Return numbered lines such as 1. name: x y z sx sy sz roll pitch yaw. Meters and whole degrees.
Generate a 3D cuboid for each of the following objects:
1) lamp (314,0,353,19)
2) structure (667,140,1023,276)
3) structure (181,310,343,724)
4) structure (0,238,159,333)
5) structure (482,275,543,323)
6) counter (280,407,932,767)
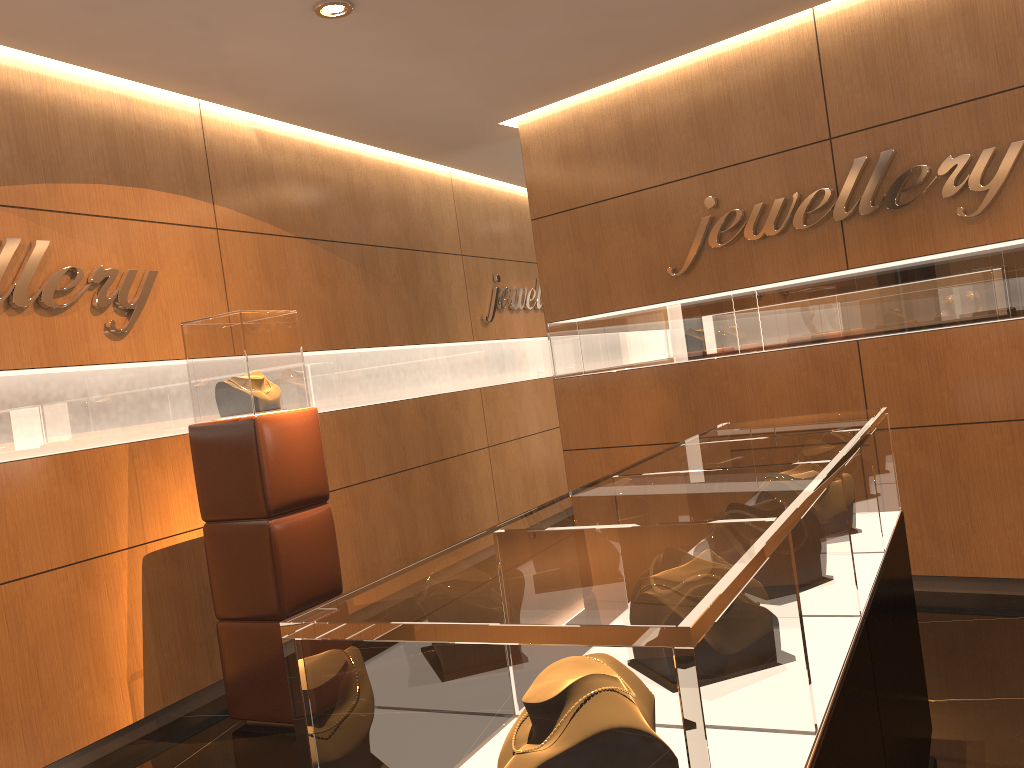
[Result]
1. lamp: -0.824 -1.751 4.081 0.176 0.068 0.176 -8 1 22
2. structure: 1.769 -1.004 5.039 2.050 0.442 0.034 -7 1 39
3. structure: -1.227 0.636 4.455 0.498 1.968 0.484 -8 1 27
4. structure: -2.342 -0.421 3.799 0.034 0.442 2.050 -8 1 28
5. structure: 0.200 -0.827 8.675 0.034 0.442 2.050 -8 1 28
6. counter: 0.590 0.791 2.226 0.615 1.173 2.514 -8 1 28
